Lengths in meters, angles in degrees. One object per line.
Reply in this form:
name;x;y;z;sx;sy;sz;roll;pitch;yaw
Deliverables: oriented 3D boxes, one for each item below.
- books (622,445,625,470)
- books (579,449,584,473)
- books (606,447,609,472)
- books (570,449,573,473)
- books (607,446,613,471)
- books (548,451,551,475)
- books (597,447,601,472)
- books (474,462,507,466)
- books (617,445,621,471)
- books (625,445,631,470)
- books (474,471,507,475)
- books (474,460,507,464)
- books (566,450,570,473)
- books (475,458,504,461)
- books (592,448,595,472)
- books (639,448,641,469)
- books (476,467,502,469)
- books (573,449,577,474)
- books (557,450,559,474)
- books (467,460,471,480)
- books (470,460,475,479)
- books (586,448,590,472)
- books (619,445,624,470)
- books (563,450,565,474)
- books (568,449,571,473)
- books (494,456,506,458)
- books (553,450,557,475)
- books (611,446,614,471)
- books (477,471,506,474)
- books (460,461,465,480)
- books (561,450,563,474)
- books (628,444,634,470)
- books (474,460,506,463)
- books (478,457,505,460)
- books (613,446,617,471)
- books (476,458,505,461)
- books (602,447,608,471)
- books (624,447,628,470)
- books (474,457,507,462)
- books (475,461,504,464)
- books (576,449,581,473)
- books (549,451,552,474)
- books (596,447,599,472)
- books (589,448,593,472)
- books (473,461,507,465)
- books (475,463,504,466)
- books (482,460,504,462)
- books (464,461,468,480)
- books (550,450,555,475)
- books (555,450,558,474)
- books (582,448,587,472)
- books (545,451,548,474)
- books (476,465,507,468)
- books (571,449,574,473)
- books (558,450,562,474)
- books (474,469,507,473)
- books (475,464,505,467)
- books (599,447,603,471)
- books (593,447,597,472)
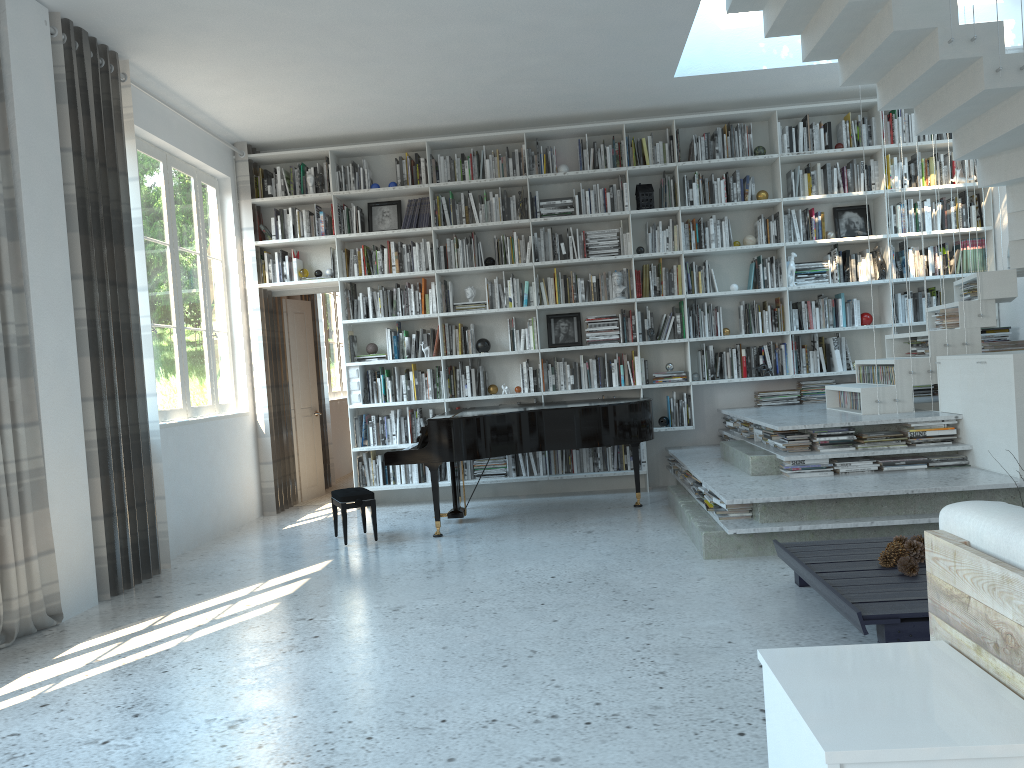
books;0.965;0.613;7.710;0.011;0.258;0.171;-4;1;4
books;0.603;0.620;7.748;0.026;0.294;0.155;-4;1;4
books;0.831;0.648;7.711;0.010;0.206;0.179;-4;1;4
books;0.516;0.635;7.760;0.012;0.276;0.154;-4;1;4
books;0.851;0.645;7.714;0.029;0.210;0.170;-4;1;4
books;0.327;0.659;7.772;0.012;0.254;0.161;-4;1;4
books;0.753;0.612;7.723;0.014;0.288;0.184;-4;1;4
books;-0.189;0.704;7.804;0.285;0.005;0.159;-4;1;2
books;0.923;0.586;7.703;0.013;0.317;0.186;-4;1;4
books;1.007;0.636;7.707;0.022;0.205;0.191;-4;1;4
books;-0.181;0.777;7.798;0.285;0.007;0.159;-4;1;9
books;-0.190;0.687;7.806;0.285;0.005;0.159;-4;1;3
books;0.488;0.651;7.762;0.022;0.247;0.143;-4;1;4
books;-0.189;0.655;7.806;0.254;0.006;0.161;-4;1;4
books;0.704;0.617;7.729;0.013;0.285;0.184;-4;1;4
books;1.100;0.641;7.711;0.023;0.182;0.148;-4;1;4
books;-0.184;0.729;7.806;0.254;0.007;0.161;-4;1;5
books;0.548;0.668;7.735;0.028;0.206;0.174;-4;1;4
books;0.402;0.651;7.776;0.010;0.259;0.131;-4;1;4
books;-0.376;0.721;7.819;0.027;0.227;0.139;-4;1;4
books;-0.352;0.692;7.817;0.027;0.282;0.129;-4;1;4
books;0.661;0.632;7.747;0.028;0.261;0.132;-4;1;4
books;0.947;0.623;7.726;0.028;0.239;0.140;-4;1;4
books;0.457;0.621;7.752;0.034;0.311;0.170;-4;1;4
books;0.505;0.654;7.757;0.012;0.239;0.128;-4;1;4
books;-0.190;0.644;7.807;0.285;0.005;0.159;-4;1;4
books;0.373;0.633;7.748;0.014;0.301;0.184;-4;1;4
books;0.868;0.602;7.713;0.011;0.293;0.184;-4;1;4
books;-0.181;0.770;7.801;0.254;0.007;0.161;-4;1;0
books;-0.438;0.747;7.818;0.053;0.184;0.148;-4;1;4
books;0.433;0.610;7.753;0.012;0.337;0.144;-4;2;4
books;1.032;0.623;7.717;0.028;0.227;0.162;-4;1;4
books;-0.191;0.677;7.798;0.285;0.005;0.159;-4;1;0
books;-0.189;0.649;7.806;0.254;0.006;0.161;-4;1;4
books;0.896;0.621;7.702;0.044;0.251;0.186;-4;1;4
books;-0.189;0.660;7.796;0.254;0.006;0.161;-4;1;-1
books;0.808;0.646;7.744;0.040;0.212;0.129;-4;1;4
books;0.986;0.645;7.719;0.024;0.191;0.155;-4;1;4
books;-0.189;0.666;7.800;0.285;0.005;0.159;-4;1;1
books;-0.190;0.682;7.807;0.254;0.006;0.161;-4;1;4
books;0.579;0.670;7.763;0.030;0.197;0.143;-4;1;4
books;0.339;0.666;7.775;0.010;0.238;0.134;-4;1;4
books;0.737;0.590;7.721;0.014;0.336;0.182;-4;1;4
books;0.690;0.659;7.744;0.024;0.203;0.144;-4;1;4
books;-0.189;0.693;7.806;0.285;0.005;0.159;-4;1;5
books;-0.189;0.698;7.806;0.254;0.006;0.161;-4;1;3
books;-0.188;0.671;7.798;0.254;0.006;0.161;-4;1;8
books;-0.402;0.721;7.812;0.023;0.231;0.164;-4;1;4
books;0.355;0.656;7.750;0.026;0.256;0.183;-4;1;4
books;0.387;0.612;7.763;0.014;0.340;0.139;-4;2;4
books;0.633;0.647;7.750;0.030;0.235;0.138;-4;1;4
books;0.303;0.669;7.782;0.021;0.237;0.115;-4;1;4
books;-0.185;0.722;7.807;0.285;0.007;0.159;-4;1;5
books;0.529;0.644;7.760;0.012;0.255;0.150;-4;1;4
books;0.419;0.648;7.765;0.025;0.264;0.144;-4;1;4
books;-0.181;0.763;7.805;0.285;0.007;0.159;-4;1;6
books;-0.188;0.709;7.808;0.254;0.006;0.161;-4;1;4
books;0.774;0.624;7.737;0.024;0.262;0.131;-4;1;4
books;0.725;0.652;7.733;0.022;0.213;0.167;-4;1;4
